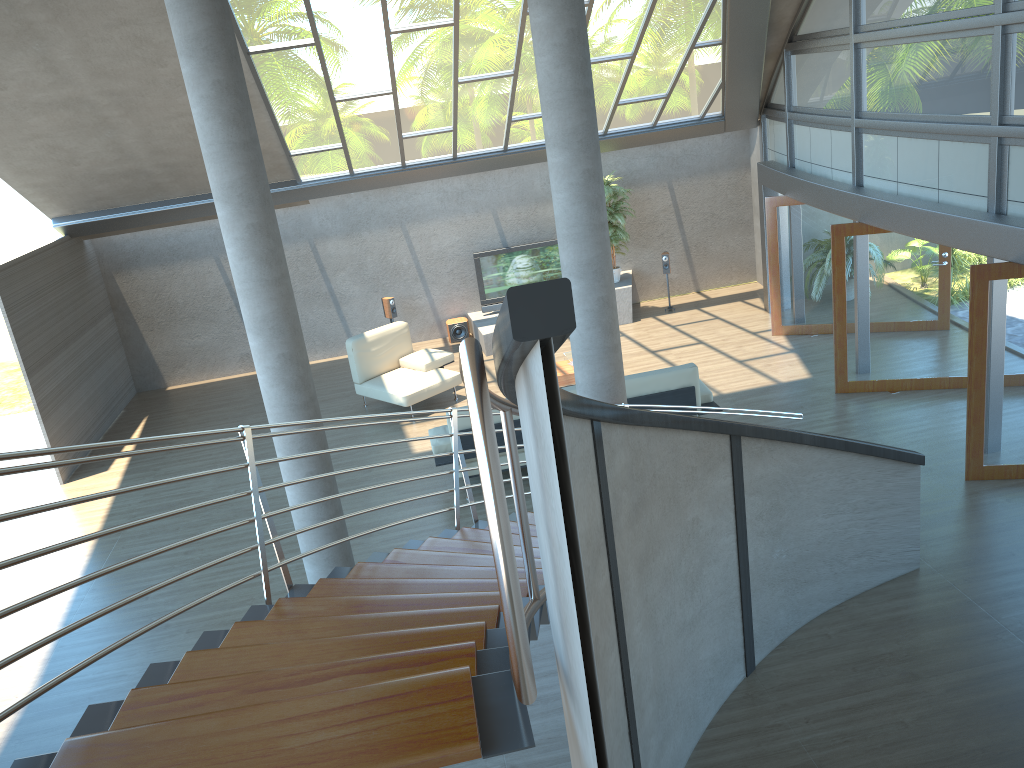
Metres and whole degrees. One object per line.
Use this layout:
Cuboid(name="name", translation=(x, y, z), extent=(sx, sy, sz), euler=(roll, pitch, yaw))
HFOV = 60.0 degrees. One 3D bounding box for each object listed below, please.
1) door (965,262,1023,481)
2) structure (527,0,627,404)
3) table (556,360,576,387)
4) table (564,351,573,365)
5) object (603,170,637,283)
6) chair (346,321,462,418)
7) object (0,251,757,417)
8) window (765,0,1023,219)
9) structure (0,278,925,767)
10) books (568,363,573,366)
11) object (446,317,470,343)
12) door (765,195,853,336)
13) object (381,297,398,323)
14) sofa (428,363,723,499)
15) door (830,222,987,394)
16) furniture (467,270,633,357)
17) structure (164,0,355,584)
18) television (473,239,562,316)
Cuboid(name="door", translation=(5.054, -0.130, 7.392), extent=(2.298, 1.977, 0.200), euler=(-4, 19, 14))
Cuboid(name="structure", translation=(0.416, -1.799, 6.277), extent=(0.381, 7.125, 0.382), euler=(5, 23, 35))
Cuboid(name="table", translation=(0.596, -0.082, 11.921), extent=(1.200, 0.250, 0.600), euler=(-11, 19, -6))
Cuboid(name="table", translation=(0.979, -0.205, 11.944), extent=(0.400, 0.342, 0.680), euler=(-11, 19, -6))
Cuboid(name="object", translation=(1.559, -2.557, 14.344), extent=(0.932, 1.857, 0.895), euler=(8, 25, 40))
Cuboid(name="chair", translation=(-1.378, -0.237, 12.063), extent=(1.217, 1.023, 1.244), euler=(-24, 24, -38))
Cuboid(name="object", translation=(-0.031, -1.738, 15.983), extent=(21.345, 0.982, 7.863), euler=(-10, 19, -3))
Cuboid(name="window", translation=(4.895, -2.066, 5.873), extent=(1.098, 6.630, 16.616), euler=(-11, 19, -8))
Cuboid(name="structure", translation=(0.643, 0.556, 4.729), extent=(2.349, 3.653, 6.809), euler=(3, 22, 30))
Cuboid(name="books", translation=(0.891, -0.272, 11.949), extent=(0.189, 0.005, 0.275), euler=(-17, 21, -24))
Cuboid(name="object", translation=(-0.910, -0.916, 14.908), extent=(0.362, 0.323, 0.425), euler=(-11, 19, -6))
Cuboid(name="door", translation=(4.658, -1.638, 11.988), extent=(2.298, 1.977, 0.200), euler=(-1, 20, 21))
Cuboid(name="object", translation=(-1.945, -0.941, 14.455), extent=(0.171, 0.959, 0.234), euler=(-24, 24, -38))
Cuboid(name="sofa", translation=(0.634, 0.347, 9.619), extent=(3.079, 0.947, 1.166), euler=(-11, 19, -6))
Cuboid(name="door", translation=(4.731, -0.872, 9.710), extent=(2.298, 1.977, 0.200), euler=(-3, 19, 16))
Cuboid(name="furniture", translation=(0.803, -1.192, 14.544), extent=(2.936, 0.610, 1.577), euler=(-11, 19, -6))
Cuboid(name="structure", translation=(-1.859, -1.375, 6.039), extent=(0.382, 7.125, 0.381), euler=(-11, 19, -6))
Cuboid(name="television", translation=(0.207, -1.775, 14.701), extent=(1.568, 1.063, 0.396), euler=(-11, 19, -6))
